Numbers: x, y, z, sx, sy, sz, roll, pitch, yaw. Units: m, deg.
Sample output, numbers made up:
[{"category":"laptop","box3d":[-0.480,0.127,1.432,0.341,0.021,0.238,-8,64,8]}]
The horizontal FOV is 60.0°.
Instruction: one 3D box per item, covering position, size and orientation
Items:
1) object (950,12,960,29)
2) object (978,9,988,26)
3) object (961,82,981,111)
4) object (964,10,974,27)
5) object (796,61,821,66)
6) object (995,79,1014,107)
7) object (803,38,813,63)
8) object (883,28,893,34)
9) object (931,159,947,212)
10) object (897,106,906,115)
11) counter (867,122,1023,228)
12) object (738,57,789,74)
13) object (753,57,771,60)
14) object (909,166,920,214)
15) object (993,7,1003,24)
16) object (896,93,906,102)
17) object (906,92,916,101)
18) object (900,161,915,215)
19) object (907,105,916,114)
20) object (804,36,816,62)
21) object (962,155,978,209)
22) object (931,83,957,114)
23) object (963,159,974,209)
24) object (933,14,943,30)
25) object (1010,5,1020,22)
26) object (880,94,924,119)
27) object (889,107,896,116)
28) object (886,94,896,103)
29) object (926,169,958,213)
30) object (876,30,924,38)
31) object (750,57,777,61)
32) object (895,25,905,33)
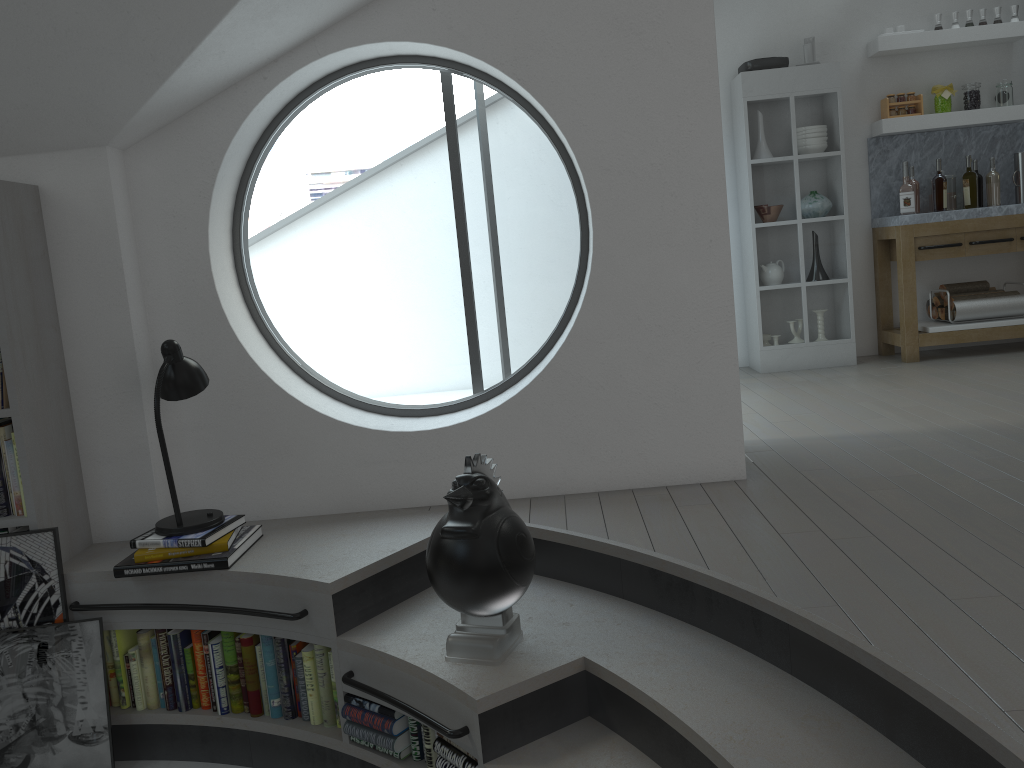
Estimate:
[{"category":"object","box3d":[2.971,-2.429,5.941,0.068,0.124,0.064,-6,7,-3]},{"category":"object","box3d":[3.150,-2.445,5.932,0.068,0.124,0.064,-6,7,-3]},{"category":"object","box3d":[3.108,-1.938,5.993,0.120,0.182,0.121,-3,7,18]},{"category":"object","box3d":[3.055,-2.434,5.922,0.068,0.124,0.064,-6,7,-3]},{"category":"object","box3d":[1.995,-2.114,5.934,0.150,0.024,0.296,-2,9,27]},{"category":"object","box3d":[3.323,-1.955,5.985,0.103,0.177,0.208,-2,8,25]},{"category":"object","box3d":[1.962,-2.194,5.875,0.054,0.195,0.054,-2,7,28]},{"category":"object","box3d":[2.538,-2.361,5.971,0.058,0.061,0.057,-5,7,2]},{"category":"object","box3d":[2.818,-1.303,5.845,0.092,0.358,0.093,-1,8,37]},{"category":"object","box3d":[2.653,-1.855,6.036,0.058,0.075,0.059,-2,8,26]},{"category":"counter","box3d":[5.768,-1.696,6.019,6.574,0.617,0.965,-5,7,3]},{"category":"object","box3d":[1.686,-2.089,5.944,0.298,0.119,0.300,-5,8,3]},{"category":"object","box3d":[1.684,-2.108,5.942,0.170,0.119,0.171,-5,7,3]},{"category":"object","box3d":[2.725,-1.313,6.025,0.085,0.330,0.086,-4,7,11]},{"category":"object","box3d":[3.242,-2.452,5.919,0.068,0.124,0.064,-6,7,-3]},{"category":"object","box3d":[2.645,-1.940,6.027,0.058,0.075,0.059,-2,8,26]},{"category":"object","box3d":[2.711,-1.946,6.023,0.058,0.075,0.059,-2,8,26]},{"category":"object","box3d":[2.643,-1.308,5.937,0.088,0.358,0.086,-3,7,24]},{"category":"object","box3d":[2.720,-1.861,6.033,0.058,0.075,0.059,-2,8,26]},{"category":"object","box3d":[2.010,-2.219,5.968,0.071,0.210,0.073,-2,7,26]},{"category":"object","box3d":[3.015,-1.325,5.838,0.093,0.357,0.092,-12,9,-43]},{"category":"object","box3d":[2.909,-1.926,5.999,0.163,0.198,0.128,-6,7,-2]},{"category":"object","box3d":[3.069,-1.341,5.944,0.092,0.338,0.092,-3,7,21]},{"category":"object","box3d":[2.860,-2.419,5.947,0.068,0.124,0.064,-6,7,-3]},{"category":"object","box3d":[3.353,-2.462,5.913,0.068,0.124,0.064,-6,7,-3]},{"category":"object","box3d":[2.652,-1.878,6.032,0.237,0.145,0.121,-5,7,3]},{"category":"object","box3d":[2.586,-1.849,6.039,0.058,0.075,0.059,-2,8,26]},{"category":"object","box3d":[2.578,-1.934,6.030,0.058,0.075,0.059,-2,8,26]},{"category":"object","box3d":[2.920,-1.313,6.021,0.184,0.285,0.184,-2,8,27]},{"category":"object","box3d":[2.614,-2.345,5.969,0.295,0.024,0.113,-5,8,3]},{"category":"object","box3d":[1.685,-2.099,5.943,0.238,0.119,0.239,-5,8,3]},{"category":"object","box3d":[2.611,-2.372,5.966,0.054,0.071,0.054,-5,7,2]}]
